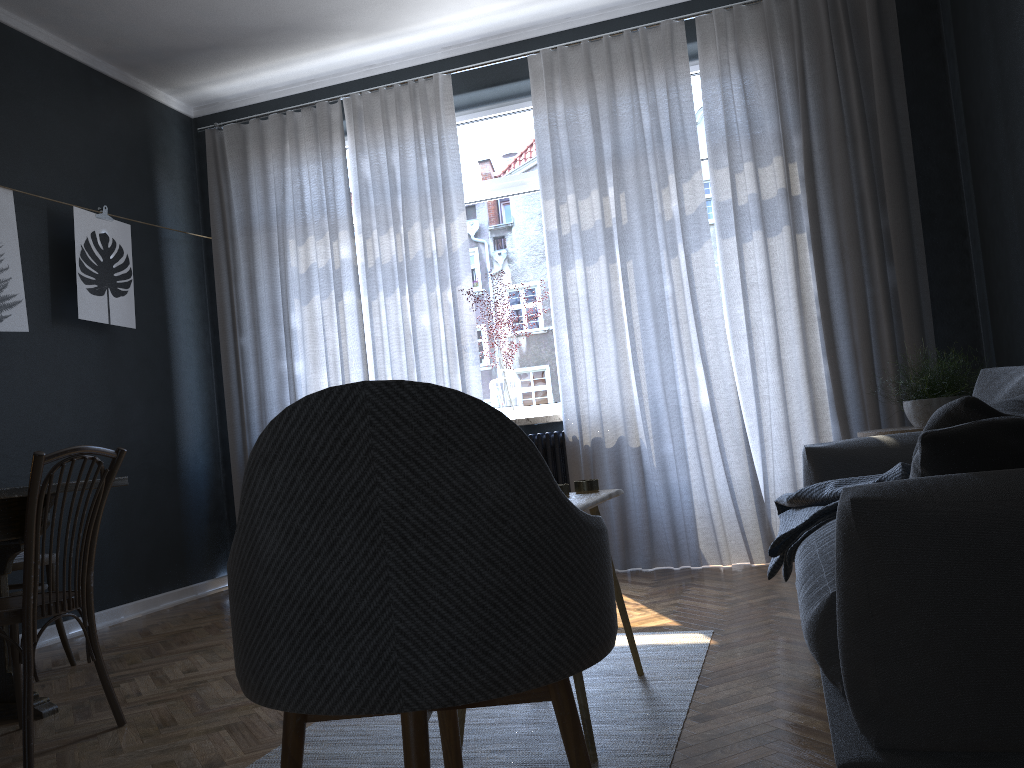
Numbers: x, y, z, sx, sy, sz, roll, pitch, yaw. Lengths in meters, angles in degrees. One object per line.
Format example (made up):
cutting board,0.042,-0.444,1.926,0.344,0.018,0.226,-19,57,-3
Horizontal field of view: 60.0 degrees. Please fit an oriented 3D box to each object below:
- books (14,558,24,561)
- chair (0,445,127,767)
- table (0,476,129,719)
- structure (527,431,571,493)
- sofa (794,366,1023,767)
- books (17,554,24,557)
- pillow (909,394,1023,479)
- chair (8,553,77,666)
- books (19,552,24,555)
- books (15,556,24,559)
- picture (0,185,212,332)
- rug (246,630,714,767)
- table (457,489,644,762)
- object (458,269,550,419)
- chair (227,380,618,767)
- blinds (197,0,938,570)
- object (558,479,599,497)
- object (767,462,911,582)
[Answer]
books,-2.016,0.685,3.382,0.219,0.008,0.304,-7,-4,24
chair,-1.352,0.601,2.485,0.467,0.819,0.363,-7,-3,16
table,-2.008,0.704,2.328,1.126,0.727,1.605,-7,-4,17
structure,-0.392,0.637,5.010,1.847,0.600,0.216,-7,-3,17
sofa,1.193,0.338,2.197,0.970,0.797,2.341,-7,-4,16
books,-2.018,0.670,3.383,0.219,0.008,0.304,-8,-4,29
pillow,0.942,0.146,1.626,0.443,0.361,0.797,-8,-4,35
chair,-2.047,0.682,3.416,0.549,0.920,0.438,-7,-3,14
books,-2.018,0.662,3.382,0.219,0.013,0.305,-8,-4,29
books,-2.018,0.678,3.381,0.219,0.007,0.305,-8,-4,29
picture,-2.449,-0.613,3.386,0.058,0.770,4.459,-7,-4,17
rug,-0.079,0.868,2.215,1.004,0.013,2.012,-7,-4,17
table,0.096,0.582,2.308,0.339,0.549,0.788,-7,-4,17
object,-0.041,-0.206,4.947,0.514,0.809,0.600,-5,-3,-9
chair,-0.135,0.411,1.408,0.645,0.810,0.495,-5,-3,-5
blinds,0.154,-0.393,4.798,3.994,2.786,0.312,-7,-3,17
object,0.133,0.296,2.444,0.103,0.033,0.369,-8,-4,27
object,1.072,0.416,2.835,0.490,0.329,0.666,-7,-4,22
